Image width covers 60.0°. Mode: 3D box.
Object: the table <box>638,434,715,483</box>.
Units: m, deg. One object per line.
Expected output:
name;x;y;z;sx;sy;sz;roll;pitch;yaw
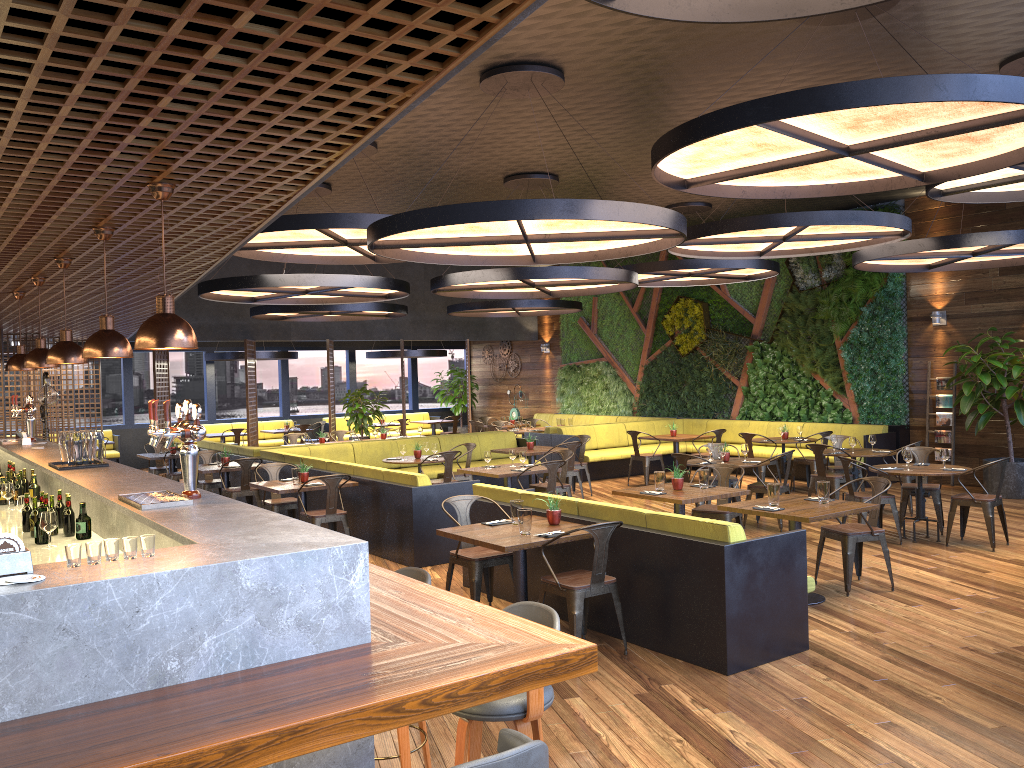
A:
table;2.763;1.256;14.832;0.887;0.763;0.906;-2;1;-35

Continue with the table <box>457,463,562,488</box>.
table;-0.027;1.385;10.550;0.906;0.763;0.887;-2;1;-35

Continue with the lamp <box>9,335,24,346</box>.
lamp;-7.861;-0.686;14.025;0.228;0.172;0.228;-2;1;-35

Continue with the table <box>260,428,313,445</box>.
table;-5.032;1.413;19.834;0.906;0.763;0.887;-2;1;-35

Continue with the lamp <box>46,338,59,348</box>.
lamp;-7.942;-0.699;15.259;0.228;0.172;0.228;-2;1;-35

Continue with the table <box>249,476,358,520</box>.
table;-2.273;1.458;9.698;0.887;0.763;0.906;-2;1;-35

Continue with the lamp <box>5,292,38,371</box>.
lamp;-4.225;-0.450;7.619;0.250;0.673;0.250;-2;1;-3

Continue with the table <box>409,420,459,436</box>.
table;-1.924;1.301;22.016;0.887;0.763;0.906;-2;1;-35

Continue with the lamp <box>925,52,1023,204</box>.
lamp;4.682;-2.310;7.725;1.979;1.093;1.979;-1;1;18

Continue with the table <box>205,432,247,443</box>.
table;-6.175;1.455;19.025;0.887;0.763;0.906;-2;1;-35

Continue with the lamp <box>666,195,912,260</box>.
lamp;3.236;-2.245;10.587;2.778;1.159;2.778;-1;1;32

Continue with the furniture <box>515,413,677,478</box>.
furniture;0.711;1.191;18.628;3.378;0.916;4.755;-2;1;-35

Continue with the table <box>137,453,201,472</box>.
table;-5.384;1.491;14.112;0.887;0.763;0.906;-2;1;-35

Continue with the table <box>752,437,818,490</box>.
table;4.175;1.231;13.619;1.007;0.760;1.007;-1;1;22

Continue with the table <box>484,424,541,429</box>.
table;0.011;1.278;19.420;0.887;0.763;0.906;-2;1;-35

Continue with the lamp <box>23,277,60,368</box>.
lamp;-3.530;-0.458;6.631;0.250;0.673;0.250;-2;1;-3

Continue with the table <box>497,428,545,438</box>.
table;0.264;1.293;17.533;0.887;0.763;0.906;-2;1;-35

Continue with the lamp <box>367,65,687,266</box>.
lamp;0.109;-1.948;7.822;2.778;1.475;2.778;-1;1;19

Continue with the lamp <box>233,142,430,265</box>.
lamp;-1.872;-2.095;9.949;2.778;1.159;2.778;-1;1;15

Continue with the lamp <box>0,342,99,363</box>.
lamp;-9.089;-1.500;17.175;1.979;2.172;1.979;-2;1;-29

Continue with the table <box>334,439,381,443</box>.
table;-2.613;1.395;15.694;0.906;0.763;0.887;-2;1;-35

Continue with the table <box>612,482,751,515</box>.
table;1.574;1.368;8.248;0.887;0.763;0.906;-2;1;-35

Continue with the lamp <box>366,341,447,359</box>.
lamp;-2.612;-1.736;21.734;1.979;2.172;1.979;-1;1;40

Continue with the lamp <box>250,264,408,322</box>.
lamp;-3.292;-1.951;15.971;2.778;1.475;2.778;-2;1;-35

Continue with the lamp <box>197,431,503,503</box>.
lamp;-4.637;0.499;13.789;9.057;2.714;3.017;-2;1;-35

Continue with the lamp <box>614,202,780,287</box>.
lamp;2.855;-2.279;14.298;2.778;1.159;2.778;-1;1;45

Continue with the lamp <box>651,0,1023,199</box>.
lamp;2.384;-2.170;6.314;2.778;1.159;2.778;-2;1;0

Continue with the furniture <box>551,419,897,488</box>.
furniture;3.376;1.164;14.834;3.372;0.914;4.503;-2;1;-35

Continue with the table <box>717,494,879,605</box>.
table;2.321;1.360;7.189;0.906;0.763;0.887;-2;1;-35

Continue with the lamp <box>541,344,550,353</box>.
lamp;0.791;-0.883;21.854;0.189;0.215;0.215;-2;1;-35

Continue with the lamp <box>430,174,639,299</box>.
lamp;0.279;-2.001;11.924;2.778;1.475;2.778;-1;1;14

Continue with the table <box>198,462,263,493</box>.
table;-3.827;1.474;11.907;0.887;0.763;0.906;-2;1;-35

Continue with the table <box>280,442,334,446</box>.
table;-3.354;1.422;15.172;0.906;0.763;0.887;-2;1;-35

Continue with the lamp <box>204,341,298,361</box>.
lamp;-5.757;-1.620;19.520;1.979;2.172;1.979;-1;1;10

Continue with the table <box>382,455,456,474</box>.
table;-1.255;1.400;12.139;1.007;0.760;1.007;-2;1;2

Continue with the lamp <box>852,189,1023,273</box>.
lamp;5.665;-2.215;10.922;2.778;1.362;2.778;-1;1;24

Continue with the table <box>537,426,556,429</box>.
table;1.026;1.266;18.069;0.887;0.763;0.906;-2;1;-35

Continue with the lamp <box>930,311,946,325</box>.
lamp;6.543;-1.017;13.674;0.189;0.215;0.215;-2;1;-35

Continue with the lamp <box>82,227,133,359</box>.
lamp;-2.119;-0.473;4.625;0.250;0.673;0.250;-2;1;-3

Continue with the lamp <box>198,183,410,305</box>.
lamp;-2.796;-1.917;11.989;2.778;1.475;2.778;-2;1;-31

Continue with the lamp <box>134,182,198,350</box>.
lamp;-1.433;-0.480;3.649;0.250;0.673;0.250;-1;1;42

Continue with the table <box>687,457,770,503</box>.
table;2.589;1.311;10.669;1.007;0.760;1.007;-1;1;42

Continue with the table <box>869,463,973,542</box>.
table;4.347;1.276;9.438;1.007;0.760;1.007;-2;1;-42

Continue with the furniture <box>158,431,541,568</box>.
furniture;-1.456;1.319;13.076;4.895;0.914;7.462;-2;1;-40

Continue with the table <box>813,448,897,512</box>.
table;4.421;1.250;11.434;1.007;0.760;1.007;-1;1;22

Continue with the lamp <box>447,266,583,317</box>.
lamp;0.041;-2.146;18.220;2.778;1.362;2.778;-1;1;19

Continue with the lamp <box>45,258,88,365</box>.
lamp;-2.866;-0.465;5.687;0.250;0.673;0.250;-2;1;-3

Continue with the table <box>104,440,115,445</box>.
table;-8.382;1.535;17.471;0.887;0.763;0.906;-2;1;-35

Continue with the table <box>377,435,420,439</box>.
table;-1.877;1.369;16.218;0.906;0.763;0.887;-2;1;-35

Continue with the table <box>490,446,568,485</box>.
table;0.311;1.345;13.106;0.887;0.763;0.906;-2;1;-35

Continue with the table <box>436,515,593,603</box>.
table;0.078;1.432;6.408;0.906;0.763;0.887;-2;1;-35

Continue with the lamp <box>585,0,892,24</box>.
lamp;0.992;-2.151;2.983;1.979;1.093;1.979;-1;1;18
